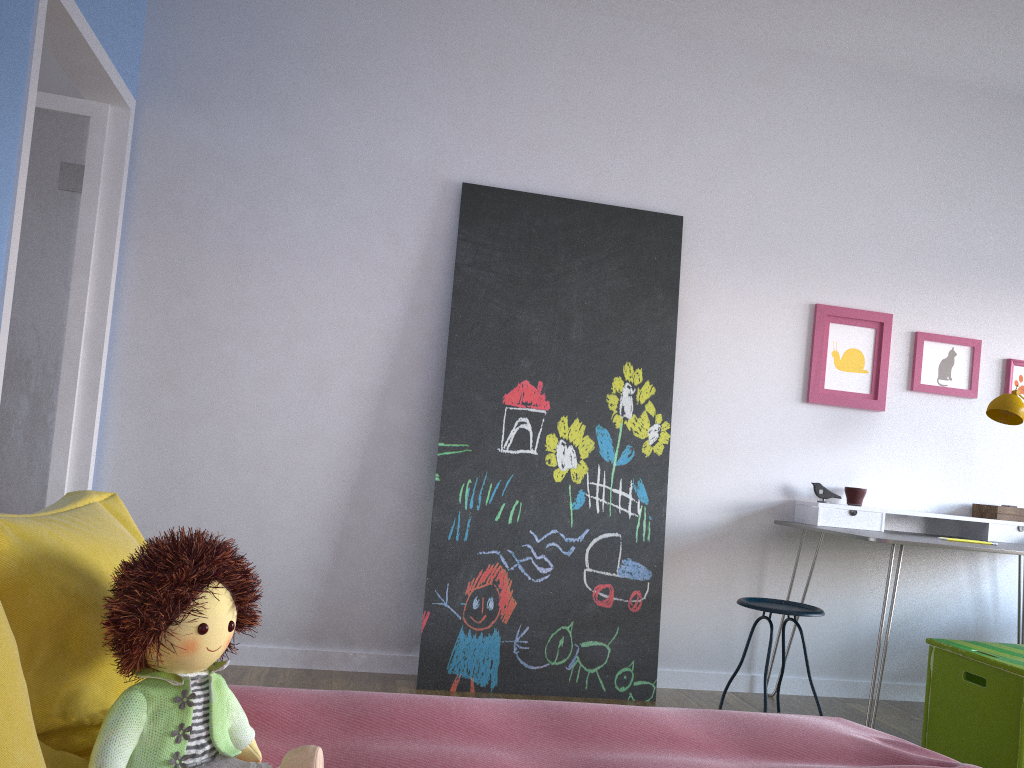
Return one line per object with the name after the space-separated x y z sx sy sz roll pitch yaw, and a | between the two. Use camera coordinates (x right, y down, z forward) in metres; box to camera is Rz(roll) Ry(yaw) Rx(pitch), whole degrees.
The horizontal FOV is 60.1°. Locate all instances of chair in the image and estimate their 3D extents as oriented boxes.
1.002 1.069 3.370 0.325 0.461 0.364 6 -3 -10 | chair

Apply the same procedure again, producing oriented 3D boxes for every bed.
0.010 0.584 1.025 2.319 0.809 1.930 6 -5 -10 | bed

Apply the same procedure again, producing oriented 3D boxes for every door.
-1.938 -0.118 2.758 0.999 2.124 1.034 6 -3 -10 | door

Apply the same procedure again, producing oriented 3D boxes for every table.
1.808 1.014 3.573 1.336 0.757 0.809 6 -4 -10 | table

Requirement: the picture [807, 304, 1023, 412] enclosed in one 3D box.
1.890 -0.072 4.014 1.154 0.439 0.027 6 -2 -10 | picture

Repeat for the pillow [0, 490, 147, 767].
-0.724 0.195 0.876 0.680 0.530 1.348 6 -5 -9 | pillow

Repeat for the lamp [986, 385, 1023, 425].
2.207 0.352 3.735 0.560 0.664 0.161 7 -3 -26 | lamp

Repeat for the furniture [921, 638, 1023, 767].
1.882 1.133 2.961 0.813 0.418 0.482 6 -4 -10 | furniture

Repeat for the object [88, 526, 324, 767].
-0.355 0.339 1.011 0.251 0.341 0.287 4 -4 24 | object

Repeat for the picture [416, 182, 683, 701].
0.185 0.223 3.579 0.959 2.015 0.208 6 -2 -10 | picture
